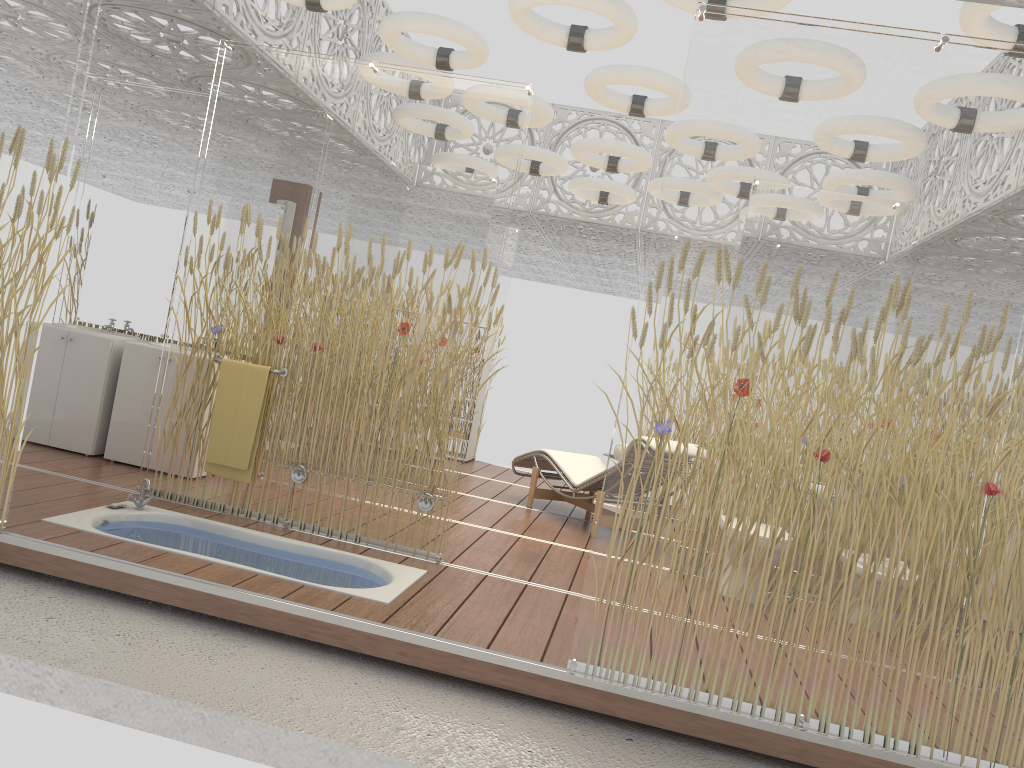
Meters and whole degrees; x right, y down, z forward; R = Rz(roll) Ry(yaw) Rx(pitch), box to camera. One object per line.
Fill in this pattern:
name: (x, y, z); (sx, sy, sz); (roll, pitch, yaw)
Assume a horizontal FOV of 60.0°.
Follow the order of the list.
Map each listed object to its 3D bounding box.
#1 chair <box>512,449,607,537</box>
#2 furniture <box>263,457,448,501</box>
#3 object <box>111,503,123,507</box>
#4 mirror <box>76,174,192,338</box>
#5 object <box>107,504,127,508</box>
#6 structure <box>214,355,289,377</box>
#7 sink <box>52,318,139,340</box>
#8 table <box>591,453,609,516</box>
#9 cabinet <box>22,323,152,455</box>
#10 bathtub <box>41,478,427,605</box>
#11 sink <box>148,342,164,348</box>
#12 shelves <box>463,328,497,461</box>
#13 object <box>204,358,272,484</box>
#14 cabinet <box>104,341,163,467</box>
chair: (0.700, 0.718, 7.036); (0.635, 0.811, 1.787); (10, 1, -31)
furniture: (-0.824, 0.498, 4.674); (0.977, 0.014, 0.178); (11, 1, 9)
object: (-2.052, 0.629, 4.607); (0.035, 0.016, 0.066); (11, 1, 18)
mirror: (-2.376, -0.855, 6.326); (1.422, 1.081, 0.009); (11, 1, 9)
object: (-2.054, 0.635, 4.607); (0.065, 0.011, 0.108); (11, 1, 18)
structure: (-1.454, -0.101, 4.892); (0.442, 0.047, 0.078); (11, 1, 9)
sink: (-2.882, -0.335, 6.137); (0.573, 0.266, 0.499); (11, 1, 6)
table: (0.980, 0.892, 7.348); (0.420, 0.535, 0.420); (11, 1, -21)
cabinet: (-2.953, 0.026, 6.129); (0.643, 0.782, 0.549); (11, 1, 9)
bathtub: (-1.332, 0.906, 4.335); (1.700, 0.582, 0.700); (11, 1, 9)
sink: (-2.186, -0.198, 6.031); (0.573, 0.266, 0.499); (11, 1, 11)
shelves: (-0.501, 0.079, 9.659); (0.366, 1.460, 0.344); (11, 1, 9)
object: (-1.515, 0.202, 4.872); (0.283, 0.656, 0.042); (11, 1, 9)
cabinet: (-2.256, 0.164, 6.022); (0.643, 0.782, 0.549); (11, 1, 9)
